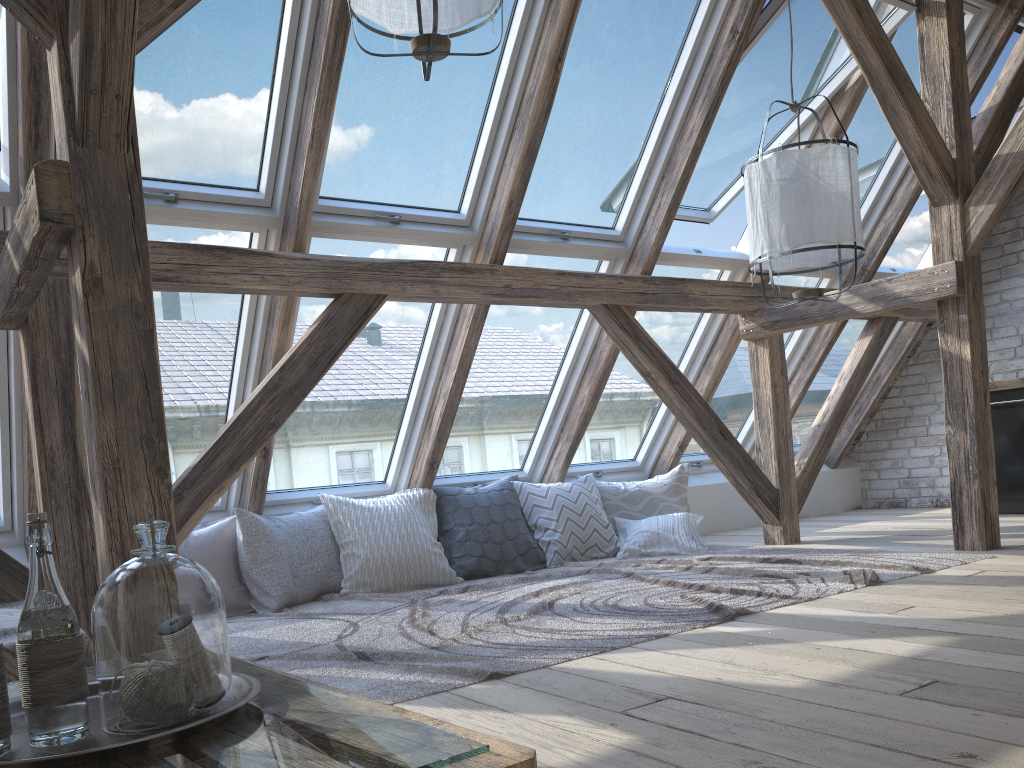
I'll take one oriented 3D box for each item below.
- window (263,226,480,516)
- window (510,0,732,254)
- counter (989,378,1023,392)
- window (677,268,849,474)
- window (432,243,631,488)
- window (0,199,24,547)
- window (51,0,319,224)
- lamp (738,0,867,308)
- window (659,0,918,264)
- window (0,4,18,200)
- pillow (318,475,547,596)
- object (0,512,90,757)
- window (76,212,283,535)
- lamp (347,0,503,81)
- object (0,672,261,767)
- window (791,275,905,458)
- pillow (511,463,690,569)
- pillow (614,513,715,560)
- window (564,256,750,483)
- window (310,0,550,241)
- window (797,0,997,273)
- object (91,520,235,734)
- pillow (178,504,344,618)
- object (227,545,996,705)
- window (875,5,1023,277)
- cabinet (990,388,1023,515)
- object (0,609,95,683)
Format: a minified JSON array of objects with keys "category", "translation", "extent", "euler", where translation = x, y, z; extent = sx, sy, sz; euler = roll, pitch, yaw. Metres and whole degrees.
[{"category":"window","translation":[-0.752,-0.022,4.227],"extent":[0.851,1.277,1.103],"euler":[-5,-1,-35]},{"category":"window","translation":[0.462,-1.352,3.884],"extent":[0.851,1.277,1.103],"euler":[-5,-1,-35]},{"category":"counter","translation":[3.626,0.195,3.806],"extent":[2.232,0.851,3.841],"euler":[-2,-6,-34]},{"category":"window","translation":[1.518,-0.071,5.777],"extent":[0.851,1.277,1.103],"euler":[-5,-1,-35]},{"category":"window","translation":[0.004,-0.038,4.744],"extent":[0.851,1.277,1.103],"euler":[-5,-1,-35]},{"category":"window","translation":[-2.266,0.011,3.194],"extent":[0.851,1.277,1.103],"euler":[-5,-1,-35]},{"category":"window","translation":[-1.052,-1.320,2.850],"extent":[0.851,1.277,1.103],"euler":[-5,-1,-35]},{"category":"lamp","translation":[0.990,-1.243,3.136],"extent":[0.408,1.897,0.398],"euler":[-5,1,7]},{"category":"window","translation":[1.191,-1.363,4.441],"extent":[0.851,1.276,1.415],"euler":[-5,-2,-35]},{"category":"window","translation":[-1.834,-1.297,2.371],"extent":[0.851,1.276,1.359],"euler":[-5,-2,-35]},{"category":"pillow","translation":[-0.375,0.778,4.658],"extent":[1.267,0.563,0.470],"euler":[-2,-3,-33]},{"category":"object","translation":[-0.576,0.285,1.006],"extent":[0.153,0.268,0.071],"euler":[-5,1,-34]},{"category":"window","translation":[-1.509,-0.006,3.710],"extent":[0.851,1.277,1.103],"euler":[-5,-1,-35]},{"category":"lamp","translation":[-0.265,-1.509,2.288],"extent":[0.409,1.305,0.397],"euler":[-4,1,32]},{"category":"object","translation":[-0.516,0.415,1.095],"extent":[0.394,0.021,0.397],"euler":[-4,-6,-15]},{"category":"window","translation":[2.275,-0.088,6.294],"extent":[0.851,1.277,1.103],"euler":[-5,-1,-35]},{"category":"pillow","translation":[0.557,0.782,5.240],"extent":[1.150,0.534,0.504],"euler":[-3,-3,-29]},{"category":"pillow","translation":[0.861,0.877,5.056],"extent":[0.537,0.242,0.476],"euler":[-5,-4,7]},{"category":"window","translation":[0.761,-0.055,5.261],"extent":[0.851,1.277,1.103],"euler":[-5,-1,-35]},{"category":"window","translation":[-0.295,-1.336,3.367],"extent":[0.851,1.277,1.103],"euler":[-5,-1,-35]},{"category":"window","translation":[1.976,-1.385,4.917],"extent":[0.851,1.277,1.103],"euler":[-5,-1,-35]},{"category":"object","translation":[-0.439,0.293,1.100],"extent":[0.156,0.247,0.155],"euler":[-5,0,24]},{"category":"pillow","translation":[-1.203,0.834,4.122],"extent":[1.129,0.524,0.437],"euler":[-1,-3,-42]},{"category":"object","translation":[0.202,0.892,3.873],"extent":[3.174,0.056,2.204],"euler":[-1,-7,-34]},{"category":"window","translation":[2.698,-1.394,5.485],"extent":[0.851,1.276,1.531],"euler":[-5,-2,-35]},{"category":"cabinet","translation":[3.727,-0.658,3.652],"extent":[2.083,2.505,4.245],"euler":[-4,-3,-35]},{"category":"object","translation":[-1.335,0.621,2.161],"extent":[1.008,0.473,0.814],"euler":[-5,-4,-5]}]
